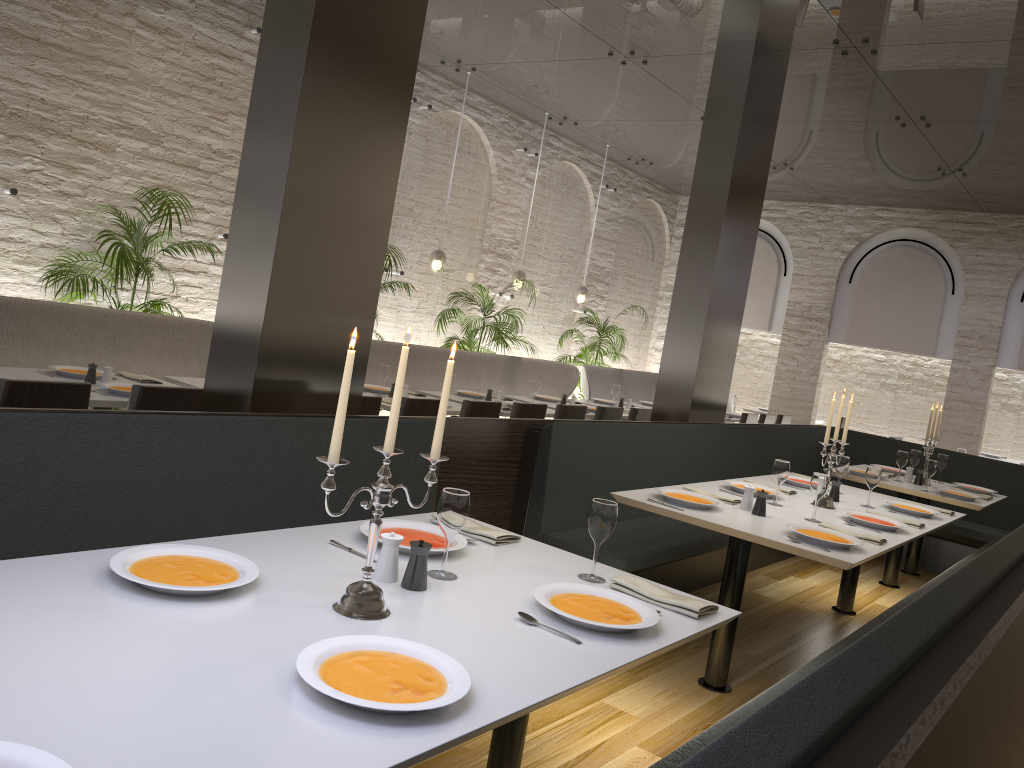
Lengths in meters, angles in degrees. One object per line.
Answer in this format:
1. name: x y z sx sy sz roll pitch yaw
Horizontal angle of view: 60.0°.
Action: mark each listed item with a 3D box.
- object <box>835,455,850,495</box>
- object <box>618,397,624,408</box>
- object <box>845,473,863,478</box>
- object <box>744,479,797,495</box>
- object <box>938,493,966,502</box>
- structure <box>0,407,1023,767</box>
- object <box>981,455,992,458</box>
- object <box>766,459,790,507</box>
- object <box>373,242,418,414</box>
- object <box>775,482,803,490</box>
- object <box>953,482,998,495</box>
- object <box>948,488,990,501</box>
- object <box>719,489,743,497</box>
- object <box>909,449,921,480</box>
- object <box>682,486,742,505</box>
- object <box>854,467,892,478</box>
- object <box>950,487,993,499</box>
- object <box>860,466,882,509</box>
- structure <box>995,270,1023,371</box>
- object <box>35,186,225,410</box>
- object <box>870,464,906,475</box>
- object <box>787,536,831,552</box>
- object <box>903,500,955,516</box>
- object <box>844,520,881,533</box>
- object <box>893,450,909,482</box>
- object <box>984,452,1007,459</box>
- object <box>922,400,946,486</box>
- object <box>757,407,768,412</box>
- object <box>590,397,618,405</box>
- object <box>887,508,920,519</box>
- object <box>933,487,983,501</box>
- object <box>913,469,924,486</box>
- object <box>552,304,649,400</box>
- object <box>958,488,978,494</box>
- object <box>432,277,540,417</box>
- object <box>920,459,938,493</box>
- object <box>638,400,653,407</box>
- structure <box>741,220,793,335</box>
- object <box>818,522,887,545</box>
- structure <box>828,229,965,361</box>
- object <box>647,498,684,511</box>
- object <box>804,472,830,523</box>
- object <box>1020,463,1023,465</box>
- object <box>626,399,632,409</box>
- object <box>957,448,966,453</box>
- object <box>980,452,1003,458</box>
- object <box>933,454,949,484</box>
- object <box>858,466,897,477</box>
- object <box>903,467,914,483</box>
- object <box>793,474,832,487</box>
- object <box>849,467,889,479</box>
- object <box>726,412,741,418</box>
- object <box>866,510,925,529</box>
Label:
1. object: 2.014 0.555 5.438 0.086 0.230 0.086 8 3 -42
2. object: 1.150 0.194 9.310 0.059 0.109 0.059 9 2 -18
3. object: 2.554 0.681 6.547 0.186 0.010 0.017 13 4 36
4. object: 1.489 0.596 5.111 0.274 0.033 0.142 13 5 36
5. object: 3.074 0.793 6.188 0.182 0.015 0.038 13 5 37
6. structure: 0.679 0.842 3.498 2.381 0.999 10.723 12 5 36
7. object: 6.277 0.957 11.701 0.186 0.010 0.017 13 4 36
8. object: 1.370 0.507 4.551 0.086 0.230 0.086 11 2 36
9. object: -1.540 -0.344 8.069 1.185 1.972 1.149 9 2 -23
10. object: 1.677 0.615 5.340 0.186 0.010 0.017 13 4 36
11. object: 3.621 0.826 6.935 0.321 0.036 0.322 9 4 -6
12. object: 3.367 0.818 6.541 0.274 0.033 0.142 13 5 36
13. object: 1.174 0.578 4.647 0.186 0.010 0.017 13 4 36
14. object: 3.220 0.645 7.098 0.086 0.230 0.086 9 2 -18
15. object: 1.006 0.560 4.446 0.274 0.033 0.142 13 5 36
16. object: 2.825 0.696 6.952 0.274 0.033 0.142 13 5 36
17. object: 3.457 0.824 6.665 0.274 0.033 0.142 13 5 36
18. object: 2.049 0.588 5.055 0.086 0.230 0.086 8 3 -42
19. structure: 6.934 -0.895 10.758 1.640 1.673 0.097 12 3 36
20. object: -2.777 -0.436 6.365 1.185 1.972 1.149 9 2 -23
21. object: 3.120 0.714 7.311 0.323 0.036 0.321 12 5 32
22. object: 1.212 0.654 3.623 0.182 0.015 0.038 13 5 37
23. object: 2.538 0.756 5.398 0.274 0.033 0.142 13 5 36
24. object: 1.694 0.690 4.288 0.182 0.015 0.038 13 5 37
25. object: 2.954 0.626 6.732 0.086 0.230 0.086 9 2 -18
26. object: 6.603 0.980 12.112 0.274 0.033 0.142 13 5 36
27. object: 3.219 0.448 6.815 0.389 0.656 0.132 8 3 -43
28. object: 3.932 0.404 13.677 0.321 0.036 0.323 8 4 -19
29. object: 0.989 0.192 9.510 0.321 0.036 0.322 9 4 -17
30. object: 2.198 0.728 4.981 0.182 0.015 0.038 13 5 37
31. object: 3.184 0.794 6.332 0.322 0.036 0.322 11 4 12
32. object: 3.090 0.707 6.720 0.068 0.126 0.069 9 2 -12
33. object: 1.091 -0.146 11.671 1.147 1.972 1.187 10 2 17
34. object: 3.512 0.826 6.791 0.182 0.015 0.038 13 5 37
35. object: -0.364 -0.257 9.693 1.143 1.972 1.192 9 2 -13
36. object: 2.988 0.659 6.349 0.086 0.230 0.086 9 2 -18
37. object: 1.636 0.241 10.401 0.321 0.036 0.322 9 4 -17
38. structure: 3.461 -1.674 13.343 1.640 1.673 0.097 12 3 36
39. object: 1.552 0.682 4.040 0.274 0.033 0.142 13 5 36
40. structure: 5.253 -1.272 12.009 1.640 1.673 0.097 12 3 36
41. object: 0.692 0.542 3.982 0.186 0.010 0.017 13 4 36
42. object: 1.465 0.545 4.250 0.086 0.230 0.087 9 2 -12
43. object: 6.602 1.042 11.238 0.274 0.033 0.142 13 5 36
44. object: 1.232 0.209 9.306 0.059 0.109 0.059 9 2 -18
45. object: 4.275 0.731 8.456 0.086 0.230 0.087 9 2 -24
46. object: 6.390 0.955 11.847 0.321 0.036 0.323 8 4 -19
47. object: 3.462 0.683 7.151 0.086 0.230 0.086 10 2 6
48. object: 2.916 0.702 7.076 0.274 0.033 0.142 13 5 36
49. object: 3.040 0.694 6.787 0.068 0.126 0.069 9 2 -12
50. object: 1.992 0.633 5.804 0.274 0.033 0.142 13 5 36
51. object: 2.682 0.681 6.709 0.322 0.036 0.322 11 4 12
52. object: 2.728 0.386 11.002 0.321 0.036 0.322 9 4 -17
53. object: 2.034 0.718 4.705 0.274 0.033 0.142 13 5 36
